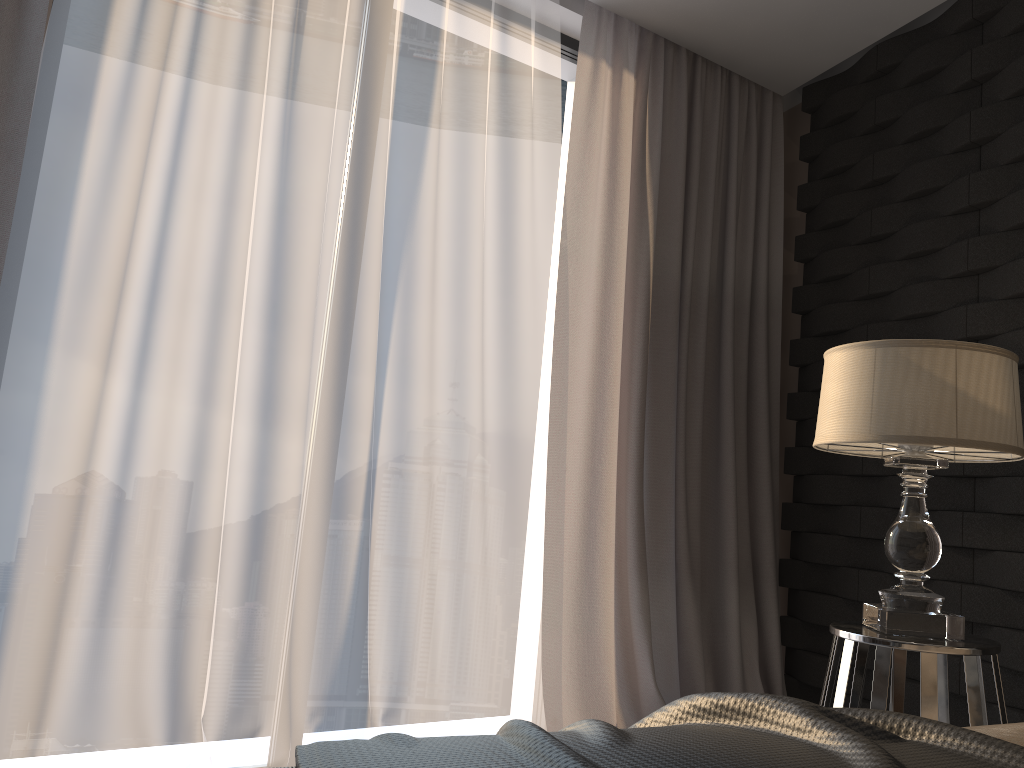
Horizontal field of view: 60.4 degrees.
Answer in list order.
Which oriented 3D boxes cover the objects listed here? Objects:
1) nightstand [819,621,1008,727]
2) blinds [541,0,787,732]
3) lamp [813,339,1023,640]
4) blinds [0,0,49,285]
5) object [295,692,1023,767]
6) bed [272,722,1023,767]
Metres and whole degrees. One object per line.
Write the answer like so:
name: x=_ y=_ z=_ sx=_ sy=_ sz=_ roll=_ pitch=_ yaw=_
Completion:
nightstand: x=0.874 y=0.857 z=1.930 sx=0.564 sy=0.605 sz=0.536 roll=7 pitch=-8 yaw=-11
blinds: x=0.615 y=-0.059 z=2.981 sx=1.052 sy=2.648 sz=0.322 roll=11 pitch=-10 yaw=-33
lamp: x=0.930 y=0.249 z=2.034 sx=0.460 sy=0.632 sz=0.471 roll=4 pitch=-8 yaw=9
blinds: x=-1.491 y=-0.411 z=1.520 sx=1.103 sy=2.649 sz=0.339 roll=11 pitch=-10 yaw=-33
object: x=0.351 y=0.399 z=0.193 sx=0.645 sy=0.323 sz=1.961 roll=8 pitch=-8 yaw=-22
bed: x=0.758 y=0.635 z=0.370 sx=2.390 sy=0.626 sz=2.191 roll=8 pitch=-8 yaw=-23
